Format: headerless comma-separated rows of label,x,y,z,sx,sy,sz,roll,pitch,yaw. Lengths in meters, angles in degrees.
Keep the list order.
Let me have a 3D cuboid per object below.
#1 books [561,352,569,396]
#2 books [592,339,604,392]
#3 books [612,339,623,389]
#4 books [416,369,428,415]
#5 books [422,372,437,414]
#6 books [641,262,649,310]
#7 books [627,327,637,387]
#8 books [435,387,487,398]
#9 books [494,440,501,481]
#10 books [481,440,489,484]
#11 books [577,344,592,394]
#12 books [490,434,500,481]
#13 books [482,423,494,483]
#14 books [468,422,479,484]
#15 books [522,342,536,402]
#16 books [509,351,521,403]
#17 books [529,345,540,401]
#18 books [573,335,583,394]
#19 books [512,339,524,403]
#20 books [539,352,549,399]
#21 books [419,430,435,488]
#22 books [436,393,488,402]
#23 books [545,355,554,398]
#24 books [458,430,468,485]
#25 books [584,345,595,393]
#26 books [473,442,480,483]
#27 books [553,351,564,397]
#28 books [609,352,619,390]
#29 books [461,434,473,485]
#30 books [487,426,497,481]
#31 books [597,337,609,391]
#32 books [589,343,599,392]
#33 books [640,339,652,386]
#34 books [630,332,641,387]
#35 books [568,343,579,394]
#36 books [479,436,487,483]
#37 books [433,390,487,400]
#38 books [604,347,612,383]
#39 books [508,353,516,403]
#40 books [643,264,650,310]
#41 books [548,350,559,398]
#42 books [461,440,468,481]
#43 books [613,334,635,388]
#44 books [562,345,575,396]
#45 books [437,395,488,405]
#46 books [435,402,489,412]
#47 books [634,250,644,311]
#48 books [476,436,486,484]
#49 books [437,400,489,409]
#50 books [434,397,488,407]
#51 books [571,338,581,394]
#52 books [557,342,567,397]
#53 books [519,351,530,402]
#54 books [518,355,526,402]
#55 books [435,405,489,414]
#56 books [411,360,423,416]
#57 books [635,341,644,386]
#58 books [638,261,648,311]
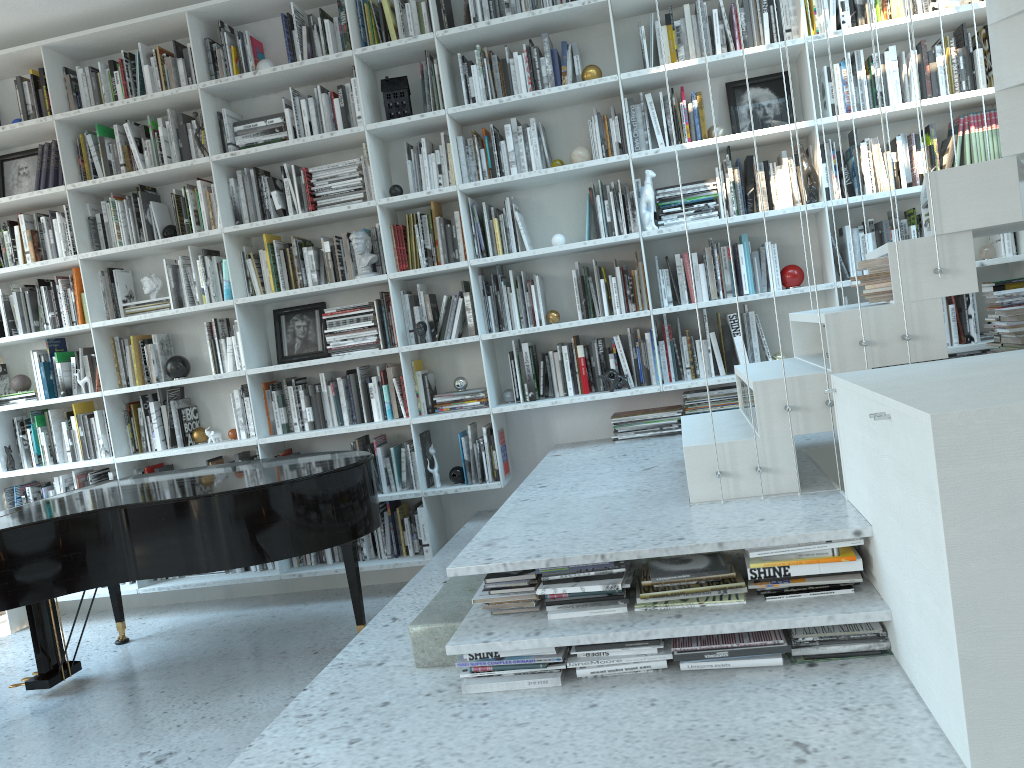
books,0.280,-0.055,4.518,0.012,0.221,0.153,-8,4,11
books,0.440,-0.097,4.472,0.026,0.262,0.173,-8,4,11
books,0.530,-0.103,4.460,0.012,0.249,0.164,-8,4,11
books,-0.457,0.042,4.663,0.027,0.229,0.141,-8,4,11
books,-0.427,0.047,4.660,0.030,0.210,0.136,-8,4,11
books,0.667,-0.486,4.419,0.007,0.235,0.131,-8,4,11
books,0.605,-0.136,4.447,0.013,0.294,0.134,-8,4,11
books,-0.250,0.041,4.555,0.254,0.012,0.160,-7,3,20
books,-0.056,0.379,4.531,0.012,0.206,0.160,-8,4,11
books,-0.120,0.387,4.516,0.011,0.212,0.178,-8,4,11
books,0.369,-0.078,4.482,0.031,0.244,0.184,-8,4,11
books,-0.072,0.369,4.520,0.013,0.233,0.149,-8,4,11
books,-0.108,0.348,4.517,0.021,0.285,0.172,-8,4,11
books,-0.192,0.351,4.552,0.032,0.300,0.148,-8,4,11
books,0.101,-0.066,4.524,0.030,0.294,0.188,-8,4,11
books,0.031,-0.040,4.538,0.023,0.262,0.186,-8,4,11
books,0.123,-0.061,4.530,0.010,0.277,0.174,-8,4,11
books,0.344,-0.099,4.482,0.012,0.293,0.175,-8,4,11
books,0.043,-0.069,4.534,0.010,0.316,0.186,-8,4,11
books,0.164,-0.044,4.530,0.065,0.231,0.161,-8,4,11
books,-0.436,0.390,4.634,0.012,0.285,0.159,-8,4,11
books,-0.247,0.065,4.555,0.254,0.012,0.160,-8,3,11
books,0.203,-0.042,4.524,0.011,0.217,0.175,-8,4,11
books,-0.236,0.375,4.552,0.005,0.264,0.162,-8,4,11
books,0.399,-0.080,4.491,0.025,0.238,0.156,-8,4,11
books,-0.163,0.396,4.550,0.013,0.202,0.139,-8,4,11
books,0.248,-0.054,4.521,0.024,0.228,0.159,-8,4,11
books,0.517,-0.067,4.463,0.025,0.181,0.169,-8,4,11
books,-0.214,0.382,4.540,0.014,0.246,0.176,-8,4,11
books,-0.086,0.351,4.535,0.015,0.271,0.157,-8,4,11
books,0.466,-0.101,4.474,0.026,0.263,0.169,-8,4,11
books,0.421,-0.086,4.493,0.021,0.243,0.131,-8,4,11
books,0.671,-0.111,4.420,0.025,0.228,0.175,-8,4,11
books,0.624,-0.124,4.445,0.021,0.265,0.150,-8,4,11
books,0.318,-0.081,4.524,0.016,0.261,0.098,-8,4,11
books,-0.129,0.380,4.534,0.012,0.226,0.149,-8,4,11
books,-0.246,0.052,4.563,0.285,0.012,0.159,-8,3,15
books,0.493,-0.079,4.473,0.022,0.211,0.135,-8,4,11
books,0.018,-0.035,4.561,0.012,0.254,0.160,-8,4,11
books,0.674,-0.480,4.410,0.009,0.224,0.146,-8,4,11
books,0.223,-0.054,4.529,0.029,0.235,0.142,-8,4,11
books,-0.223,0.391,4.560,0.012,0.229,0.129,-8,4,11
books,0.566,-0.116,4.446,0.070,0.266,0.185,-8,4,11
books,0.293,-0.072,4.497,0.025,0.253,0.181,-8,4,11
books,-0.242,0.076,4.566,0.254,0.012,0.160,-8,3,16
books,-0.236,0.112,4.569,0.285,0.012,0.159,-8,3,16
books,0.632,-0.509,4.392,0.007,0.296,0.162,-8,4,11
books,-0.150,0.384,4.521,0.026,0.225,0.175,-8,4,11
books,-0.239,0.100,4.566,0.254,0.012,0.160,-7,3,17
books,-0.241,0.089,4.563,0.285,0.012,0.159,-8,3,14
books,0.336,-0.095,4.506,0.012,0.285,0.159,-8,4,11
books,0.263,-0.076,4.513,0.014,0.268,0.171,-8,4,11
books,0.078,-0.044,4.531,0.023,0.256,0.178,-8,4,11
books,0.065,-0.035,4.559,0.015,0.241,0.152,-8,4,11
books,-0.236,0.124,4.565,0.285,0.012,0.159,-8,3,14
books,-0.480,0.017,4.665,0.012,0.285,0.159,-8,4,11
books,0.642,-0.103,4.432,0.013,0.220,0.168,-8,4,11
books,0.653,-0.486,4.417,0.019,0.241,0.134,-8,4,11
